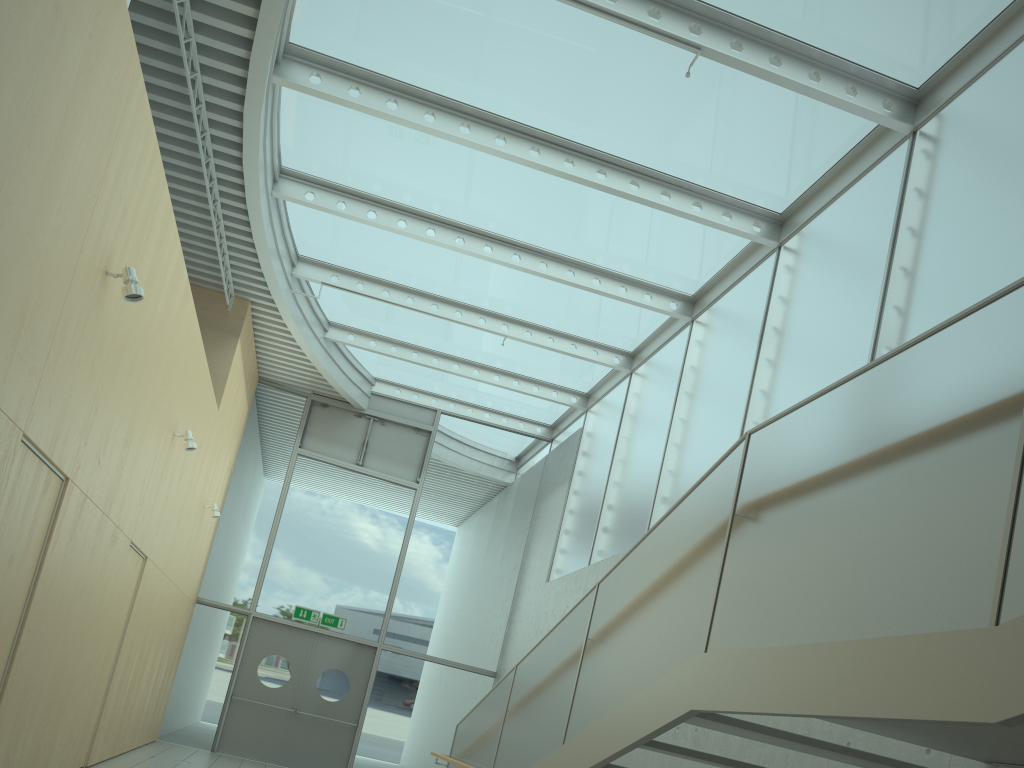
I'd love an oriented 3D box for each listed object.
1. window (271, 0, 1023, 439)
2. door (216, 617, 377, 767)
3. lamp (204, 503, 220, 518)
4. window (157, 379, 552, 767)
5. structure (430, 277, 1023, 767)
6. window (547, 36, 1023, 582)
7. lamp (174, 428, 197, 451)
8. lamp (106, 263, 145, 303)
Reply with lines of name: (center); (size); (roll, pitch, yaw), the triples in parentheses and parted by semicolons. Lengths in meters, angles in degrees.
window: (-0.546, 0.987, 7.995); (4.863, 5.959, 16.591); (16, -21, -10)
door: (-3.240, 4.786, 12.921); (1.960, 2.020, 0.179); (17, -8, -14)
lamp: (-3.825, 1.606, 10.846); (0.244, 0.188, 0.141); (24, -16, -31)
window: (-2.247, 3.092, 13.316); (4.952, 6.027, 0.112); (17, -8, -14)
structure: (1.963, 0.737, 2.502); (1.916, 4.003, 13.221); (15, -21, -10)
window: (1.844, 0.236, 8.707); (0.030, 2.611, 16.409); (15, -22, -10)
lamp: (-3.002, 0.508, 7.813); (0.244, 0.188, 0.141); (24, -16, -31)
lamp: (-2.184, -0.583, 4.802); (0.244, 0.188, 0.141); (24, -16, -31)
